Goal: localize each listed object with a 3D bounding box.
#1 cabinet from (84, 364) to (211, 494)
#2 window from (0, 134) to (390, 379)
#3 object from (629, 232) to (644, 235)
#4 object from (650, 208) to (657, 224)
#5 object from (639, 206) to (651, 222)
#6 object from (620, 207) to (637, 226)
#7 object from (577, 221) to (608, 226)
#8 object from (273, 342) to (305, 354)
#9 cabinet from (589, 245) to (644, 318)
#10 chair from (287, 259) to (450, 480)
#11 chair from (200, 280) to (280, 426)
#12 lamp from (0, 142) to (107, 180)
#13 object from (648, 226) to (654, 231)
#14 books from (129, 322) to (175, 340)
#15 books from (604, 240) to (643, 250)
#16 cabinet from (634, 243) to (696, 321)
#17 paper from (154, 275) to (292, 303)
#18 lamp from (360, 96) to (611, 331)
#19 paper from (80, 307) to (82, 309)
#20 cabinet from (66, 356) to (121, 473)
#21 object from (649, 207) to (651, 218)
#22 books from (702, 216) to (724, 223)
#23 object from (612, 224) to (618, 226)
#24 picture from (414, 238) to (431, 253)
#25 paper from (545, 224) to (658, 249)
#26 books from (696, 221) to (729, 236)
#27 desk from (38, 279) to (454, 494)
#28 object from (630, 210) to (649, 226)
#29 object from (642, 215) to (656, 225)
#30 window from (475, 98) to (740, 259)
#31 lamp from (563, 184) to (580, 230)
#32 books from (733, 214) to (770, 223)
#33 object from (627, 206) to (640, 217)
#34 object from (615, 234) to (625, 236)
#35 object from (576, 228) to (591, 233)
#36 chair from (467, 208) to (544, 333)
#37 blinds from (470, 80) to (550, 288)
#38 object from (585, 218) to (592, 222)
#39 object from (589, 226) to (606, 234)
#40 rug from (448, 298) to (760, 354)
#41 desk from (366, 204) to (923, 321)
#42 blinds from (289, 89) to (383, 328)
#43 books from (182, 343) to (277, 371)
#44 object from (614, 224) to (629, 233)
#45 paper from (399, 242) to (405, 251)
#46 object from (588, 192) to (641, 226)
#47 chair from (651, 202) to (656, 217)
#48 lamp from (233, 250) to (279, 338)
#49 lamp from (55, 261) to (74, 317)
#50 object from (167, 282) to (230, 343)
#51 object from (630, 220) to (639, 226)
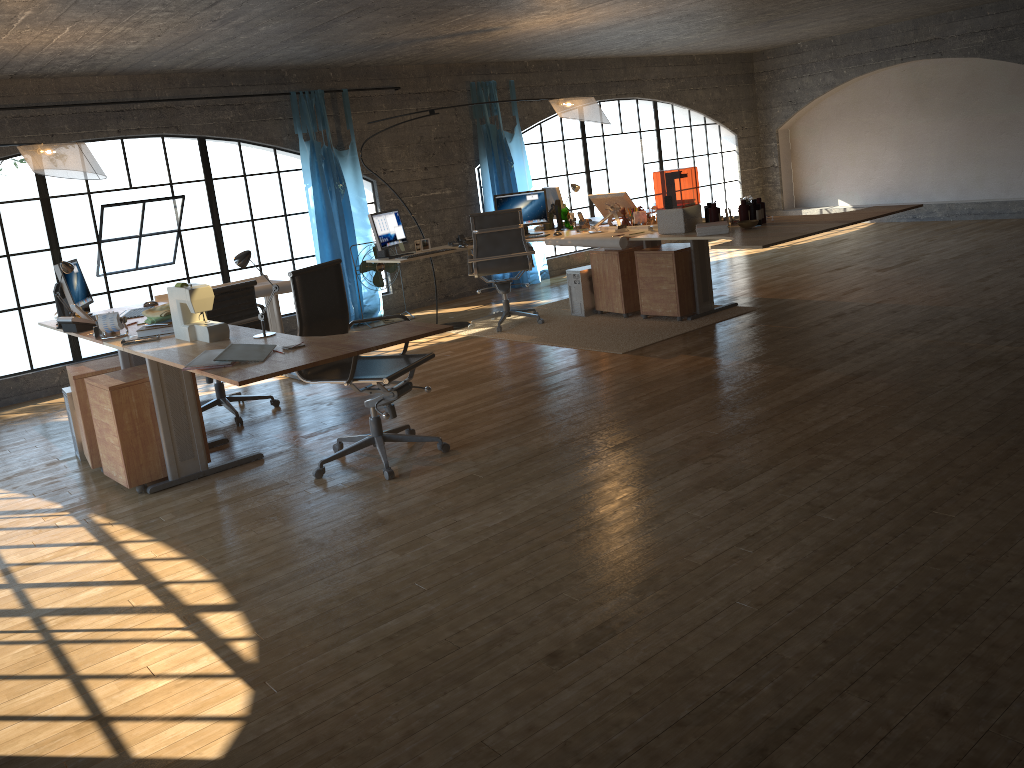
[{"bbox_3d":[-1.893,0.214,4.599,0.432,0.563,0.427,-16,14,-39],"label":"cabinet"},{"bbox_3d":[-3.565,-0.780,6.052,3.180,1.840,7.085,-4,14,12],"label":"window"},{"bbox_3d":[0.958,-1.156,6.773,0.148,0.007,0.008,-15,14,-28],"label":"object"},{"bbox_3d":[1.157,-1.340,7.038,0.094,0.186,0.085,-10,10,-14],"label":"object"},{"bbox_3d":[1.114,-1.439,7.486,0.105,0.141,0.106,-2,12,26],"label":"object"},{"bbox_3d":[0.951,-1.380,7.327,0.094,0.175,0.228,-9,12,-9],"label":"object"},{"bbox_3d":[0.760,-1.495,8.219,0.187,0.011,0.497,-10,14,-12],"label":"object"},{"bbox_3d":[-0.919,-0.156,3.721,0.144,0.013,0.128,-17,17,-33],"label":"object"},{"bbox_3d":[0.992,-0.891,7.550,0.477,0.563,0.428,-14,12,-29],"label":"cabinet"},{"bbox_3d":[-0.718,-0.118,4.434,0.683,1.000,0.665,-3,11,21],"label":"chair"},{"bbox_3d":[-1.947,-0.194,5.671,0.685,0.846,0.664,1,14,38],"label":"chair"},{"bbox_3d":[-5.447,-0.498,6.450,6.225,1.906,0.392,-3,10,17],"label":"lamp"},{"bbox_3d":[1.078,-1.208,6.851,0.022,0.041,0.137,-7,14,0],"label":"object"},{"bbox_3d":[-1.866,-0.286,4.634,0.290,0.053,0.265,-6,14,3],"label":"books"},{"bbox_3d":[0.957,-1.216,7.483,0.313,0.108,0.221,-17,16,-35],"label":"books"},{"bbox_3d":[1.300,-0.825,7.133,0.432,0.563,0.428,-16,14,-39],"label":"cabinet"},{"bbox_3d":[-2.044,-0.652,6.349,0.862,0.112,0.585,-18,17,-36],"label":"paper"},{"bbox_3d":[-2.151,-1.303,8.000,6.227,1.906,0.392,-5,9,8],"label":"lamp"},{"bbox_3d":[-2.693,-0.447,5.534,0.019,0.073,0.079,-9,12,-12],"label":"paper"},{"bbox_3d":[-2.202,0.148,5.016,0.476,0.563,0.428,-14,12,-30],"label":"cabinet"},{"bbox_3d":[1.199,-1.472,7.661,0.046,0.129,0.046,-16,13,-42],"label":"object"},{"bbox_3d":[1.493,-1.228,6.667,0.180,0.068,0.231,-15,15,-29],"label":"books"},{"bbox_3d":[0.878,-1.373,7.645,0.097,0.024,0.108,-13,15,-23],"label":"object"},{"bbox_3d":[-0.777,-1.195,7.606,0.160,0.103,0.032,-17,13,-37],"label":"picture"},{"bbox_3d":[0.746,-1.166,6.992,0.589,0.112,0.856,-18,17,-36],"label":"paper"},{"bbox_3d":[1.392,-1.084,6.149,0.221,0.057,0.316,-4,14,13],"label":"books"},{"bbox_3d":[-1.433,-0.049,5.082,1.655,0.727,3.529,-17,17,-35],"label":"desk"},{"bbox_3d":[1.052,-1.354,7.256,0.154,0.133,0.100,-8,11,-3],"label":"object"},{"bbox_3d":[1.134,-1.356,7.254,0.074,0.118,0.218,-11,13,-18],"label":"object"},{"bbox_3d":[-1.394,-1.696,8.573,3.914,1.822,12.463,1,16,30],"label":"window"},{"bbox_3d":[0.537,-1.570,7.821,0.106,0.403,0.209,-12,11,-26],"label":"lamp"},{"bbox_3d":[1.743,-1.264,6.731,0.310,0.044,0.320,-16,16,-32],"label":"books"},{"bbox_3d":[1.022,-1.399,7.358,0.100,0.173,0.106,1,13,38],"label":"object"},{"bbox_3d":[0.814,-1.138,6.772,0.126,0.009,0.012,-14,14,-24],"label":"object"},{"bbox_3d":[0.625,-1.313,7.537,0.109,0.022,0.140,-12,15,-17],"label":"object"},{"bbox_3d":[-0.123,-1.004,7.665,0.653,1.000,0.695,-8,11,-4],"label":"chair"},{"bbox_3d":[0.005,-2.170,9.871,0.866,2.382,0.262,-13,10,-29],"label":"blinds"},{"bbox_3d":[0.728,-1.588,8.559,0.101,0.033,0.060,-8,13,-3],"label":"object"},{"bbox_3d":[0.706,-1.272,7.249,0.159,0.063,0.055,-3,12,19],"label":"object"},{"bbox_3d":[0.686,-0.537,7.435,1.621,0.005,2.213,-18,17,-36],"label":"rug"},{"bbox_3d":[1.158,-0.890,7.131,3.300,0.727,3.489,-18,17,-36],"label":"desk"},{"bbox_3d":[-1.675,-1.691,8.561,0.676,2.262,0.258,-16,12,-42],"label":"blinds"},{"bbox_3d":[-1.159,-0.120,3.635,0.318,0.044,0.313,-8,14,-3],"label":"books"},{"bbox_3d":[0.874,-1.246,7.075,0.132,0.055,0.049,-17,15,-37],"label":"object"},{"bbox_3d":[-0.932,-1.163,7.492,0.018,0.073,0.079,-4,12,22],"label":"paper"},{"bbox_3d":[0.879,-1.500,7.593,0.396,0.295,0.290,4,16,42],"label":"object"},{"bbox_3d":[1.122,-1.206,8.159,0.684,0.846,0.665,-6,11,9],"label":"chair"},{"bbox_3d":[-1.177,-0.424,4.114,0.207,0.403,0.107,1,12,38],"label":"lamp"},{"bbox_3d":[-2.688,-0.535,5.316,0.105,0.403,0.211,-4,10,19],"label":"lamp"},{"bbox_3d":[-1.530,-0.359,4.287,0.138,0.280,0.405,-15,14,-37],"label":"object"},{"bbox_3d":[1.026,-1.354,7.370,0.077,0.081,0.078,-11,12,-19],"label":"object"}]
